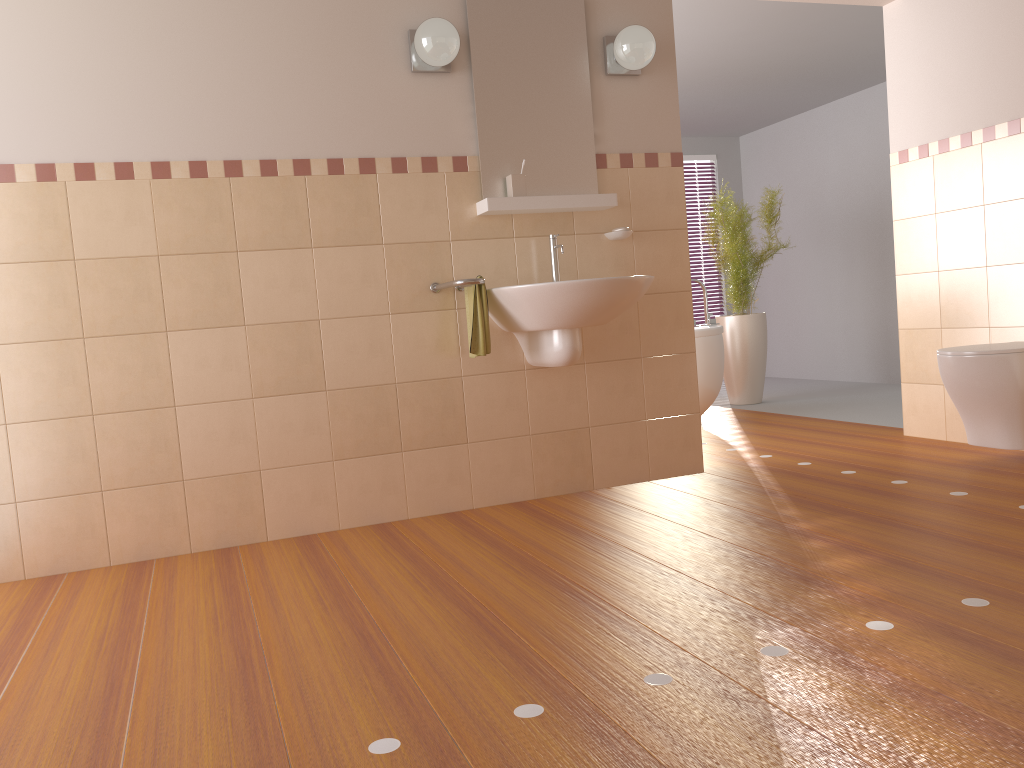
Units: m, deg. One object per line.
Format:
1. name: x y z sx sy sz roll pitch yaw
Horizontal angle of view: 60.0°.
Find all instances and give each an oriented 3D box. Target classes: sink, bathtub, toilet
1. sink: 0.241 -0.327 3.377 0.683 0.516 0.539 -6 4 -20
2. bathtub: 0.463 -0.140 5.397 1.874 0.900 0.888 -6 4 -20
3. toilet: 1.978 0.044 3.555 0.534 0.400 0.375 -6 4 -20

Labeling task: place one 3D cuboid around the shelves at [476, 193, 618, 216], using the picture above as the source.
1. shelves: 0.142 -0.716 3.536 0.554 0.050 0.138 -6 4 -20

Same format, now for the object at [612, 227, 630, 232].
1. object: 0.451 -0.638 3.675 0.075 0.023 0.050 -2 5 35

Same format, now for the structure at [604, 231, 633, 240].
1. structure: 0.452 -0.616 3.676 0.117 0.029 0.092 -6 4 -20

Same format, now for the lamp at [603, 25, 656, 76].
1. lamp: 0.488 -1.358 3.596 0.173 0.173 0.209 -6 4 -20

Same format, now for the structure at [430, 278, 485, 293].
1. structure: -0.196 -0.373 3.323 0.142 0.042 0.333 -6 4 -20

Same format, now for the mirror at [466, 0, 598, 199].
1. mirror: 0.088 -1.148 3.553 0.502 0.799 0.008 -6 4 -20

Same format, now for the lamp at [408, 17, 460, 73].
1. lamp: -0.285 -1.273 3.319 0.173 0.173 0.209 -6 4 -20

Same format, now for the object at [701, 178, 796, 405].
1. object: 1.720 -0.642 6.308 0.683 1.557 1.335 -4 4 13

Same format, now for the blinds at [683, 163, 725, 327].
1. blinds: -0.230 -0.831 7.593 4.712 2.022 0.032 -6 4 -20

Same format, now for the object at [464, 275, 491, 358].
1. object: -0.130 -0.252 3.347 0.085 0.306 0.181 -5 4 -3

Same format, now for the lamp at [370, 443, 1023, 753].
1. lamp: -0.081 0.523 3.157 3.173 0.001 2.893 -6 4 -20

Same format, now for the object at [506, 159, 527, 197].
1. object: 0.019 -0.801 3.480 0.063 0.149 0.073 -6 4 -20
